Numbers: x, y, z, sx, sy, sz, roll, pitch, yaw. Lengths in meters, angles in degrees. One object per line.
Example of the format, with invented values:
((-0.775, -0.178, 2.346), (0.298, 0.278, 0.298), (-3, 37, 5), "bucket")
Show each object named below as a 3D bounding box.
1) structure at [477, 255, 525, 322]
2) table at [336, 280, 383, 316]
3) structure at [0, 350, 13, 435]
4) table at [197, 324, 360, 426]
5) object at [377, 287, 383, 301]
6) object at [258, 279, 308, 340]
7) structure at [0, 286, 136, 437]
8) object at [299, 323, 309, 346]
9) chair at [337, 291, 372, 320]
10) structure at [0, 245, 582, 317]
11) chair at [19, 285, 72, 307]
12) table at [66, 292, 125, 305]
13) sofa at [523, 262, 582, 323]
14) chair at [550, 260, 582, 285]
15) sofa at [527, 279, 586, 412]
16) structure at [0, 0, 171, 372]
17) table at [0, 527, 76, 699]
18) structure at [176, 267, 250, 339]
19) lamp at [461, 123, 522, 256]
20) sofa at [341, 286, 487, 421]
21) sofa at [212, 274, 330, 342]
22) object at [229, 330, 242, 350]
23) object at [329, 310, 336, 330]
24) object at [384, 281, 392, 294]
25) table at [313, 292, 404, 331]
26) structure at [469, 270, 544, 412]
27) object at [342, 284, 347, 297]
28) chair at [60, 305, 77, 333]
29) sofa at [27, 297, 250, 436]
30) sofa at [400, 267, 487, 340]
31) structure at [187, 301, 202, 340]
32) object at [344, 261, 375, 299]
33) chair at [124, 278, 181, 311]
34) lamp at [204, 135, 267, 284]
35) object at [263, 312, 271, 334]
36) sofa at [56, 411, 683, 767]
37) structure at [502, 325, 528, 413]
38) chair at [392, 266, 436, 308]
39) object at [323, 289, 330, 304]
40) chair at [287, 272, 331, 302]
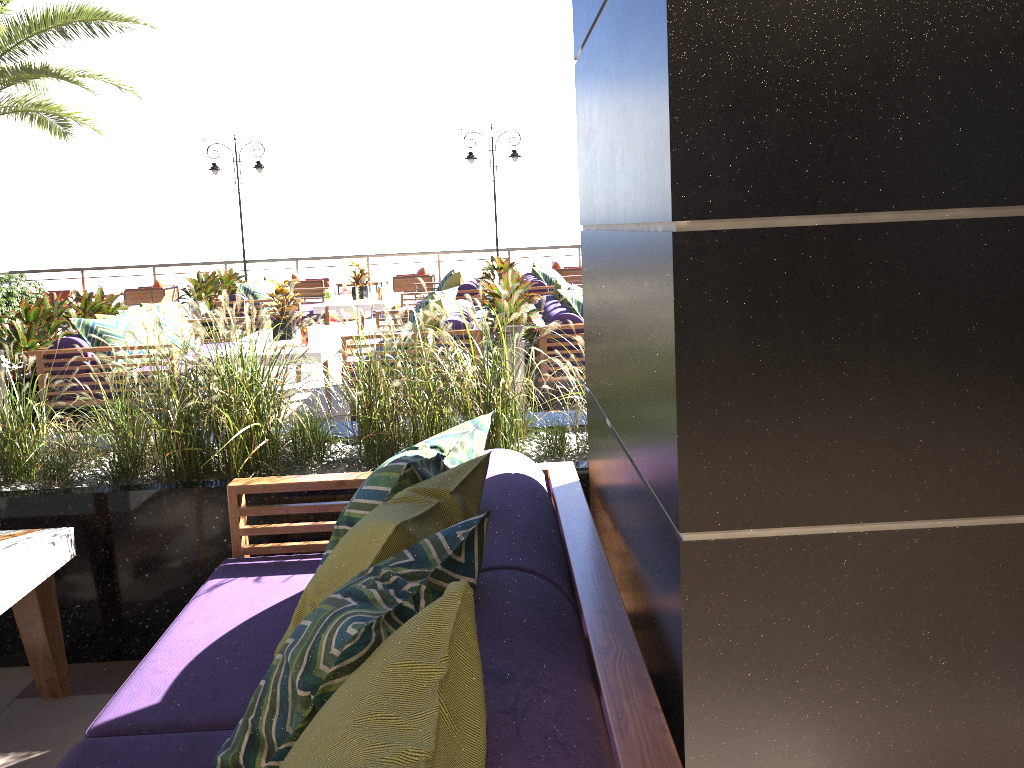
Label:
((-0.162, -1.216, 12.309), (0.714, 1.163, 2.267), (-3, 9, -4), "structure")
((-2.717, -1.544, 15.928), (0.739, 0.585, 0.761), (-3, 9, -1), "table")
((-3.823, 0.100, 6.568), (0.180, 0.695, 0.101), (-3, 7, -1), "structure")
((-1.939, -0.125, 7.780), (0.941, 0.549, 2.054), (-3, 10, -1), "table")
((-1.737, -1.183, 11.610), (0.067, 0.188, 0.085), (1, 8, 29), "object")
((-1.989, -0.655, 7.718), (0.425, 0.523, 0.433), (0, 8, 16), "object")
((-3.868, -0.238, 7.721), (0.737, 1.163, 2.270), (-3, 9, 0), "structure")
((-1.686, -0.401, 7.158), (0.067, 0.188, 0.085), (1, 8, 29), "object")
((-2.704, -1.356, 15.164), (0.578, 0.477, 0.583), (-2, 9, 7), "chair")
((-0.376, -0.867, 10.136), (17.492, 1.051, 13.028), (-3, 10, -1), "structure")
((-8.342, -1.379, 15.801), (0.714, 0.810, 0.720), (-3, 8, -1), "chair")
((-7.392, -1.314, 15.832), (0.739, 0.585, 0.761), (-3, 9, -1), "table")
((0.603, -1.216, 12.271), (1.119, 0.912, 2.144), (-3, 9, -1), "sofa")
((0.977, -1.838, 15.992), (0.714, 0.810, 0.720), (-3, 8, -1), "chair")
((0.718, -0.437, 7.822), (1.119, 0.912, 2.144), (-3, 9, -1), "sofa")
((-6.189, -3.136, 9.644), (4.741, 6.457, 4.745), (0, 8, 17), "structure")
((-1.813, 0.924, 1.799), (0.941, 0.549, 2.054), (-3, 10, -1), "table")
((-4.018, -1.022, 12.207), (0.737, 1.163, 2.270), (-3, 9, 0), "structure")
((-0.296, -3.094, 16.271), (1.122, 3.304, 0.266), (-3, 7, -1), "lamp")
((-0.786, -0.358, 7.762), (1.119, 0.912, 2.144), (-3, 9, -1), "sofa")
((-3.211, -1.024, 12.169), (1.119, 0.912, 2.144), (-3, 9, -1), "sofa")
((-2.229, -0.376, 7.139), (0.106, 0.196, 0.106), (2, 9, 32), "object")
((-1.686, -0.602, 8.323), (0.069, 0.180, 0.069), (2, 8, 32), "object")
((-1.796, -1.399, 12.826), (0.106, 0.196, 0.106), (2, 9, 32), "object")
((-2.054, -0.901, 12.218), (0.941, 0.549, 2.054), (-3, 10, -1), "table")
((-0.026, -0.426, 7.797), (0.700, 1.164, 2.440), (-3, 9, 1), "structure")
((-2.413, -1.356, 12.788), (0.069, 0.180, 0.069), (2, 8, 32), "object")
((-7.380, -1.125, 15.068), (0.578, 0.477, 0.583), (-3, 9, -3), "chair")
((-3.096, -0.246, 7.727), (1.119, 0.912, 2.144), (-3, 9, -1), "sofa")
((-0.902, -1.136, 12.211), (1.119, 0.912, 2.144), (-3, 9, -1), "sofa")
((-3.939, -0.681, 11.029), (0.180, 0.695, 0.101), (-3, 7, -1), "structure")
((-2.108, -1.429, 12.142), (0.430, 0.523, 0.428), (2, 9, 31), "object")
((-6.432, -1.473, 15.840), (0.714, 0.810, 0.720), (-3, 8, -1), "chair")
((-4.935, -2.866, 16.176), (1.122, 3.304, 0.266), (-3, 7, -1), "lamp")
((-2.283, -0.576, 8.247), (0.069, 0.210, 0.069), (-4, 7, -13), "object")
((-0.327, 0.672, 1.802), (1.119, 0.912, 2.144), (-3, 9, -1), "sofa")
((0.020, -0.089, 6.647), (0.180, 0.695, 0.101), (-3, 7, -1), "structure")
((-1.756, -1.704, 15.936), (0.714, 0.810, 0.720), (-3, 8, -1), "chair")
((-2.400, -1.138, 11.505), (0.082, 0.196, 0.069), (3, 9, 40), "object")
((-3.666, -1.610, 15.897), (0.714, 0.810, 0.720), (-3, 8, -1), "chair")
